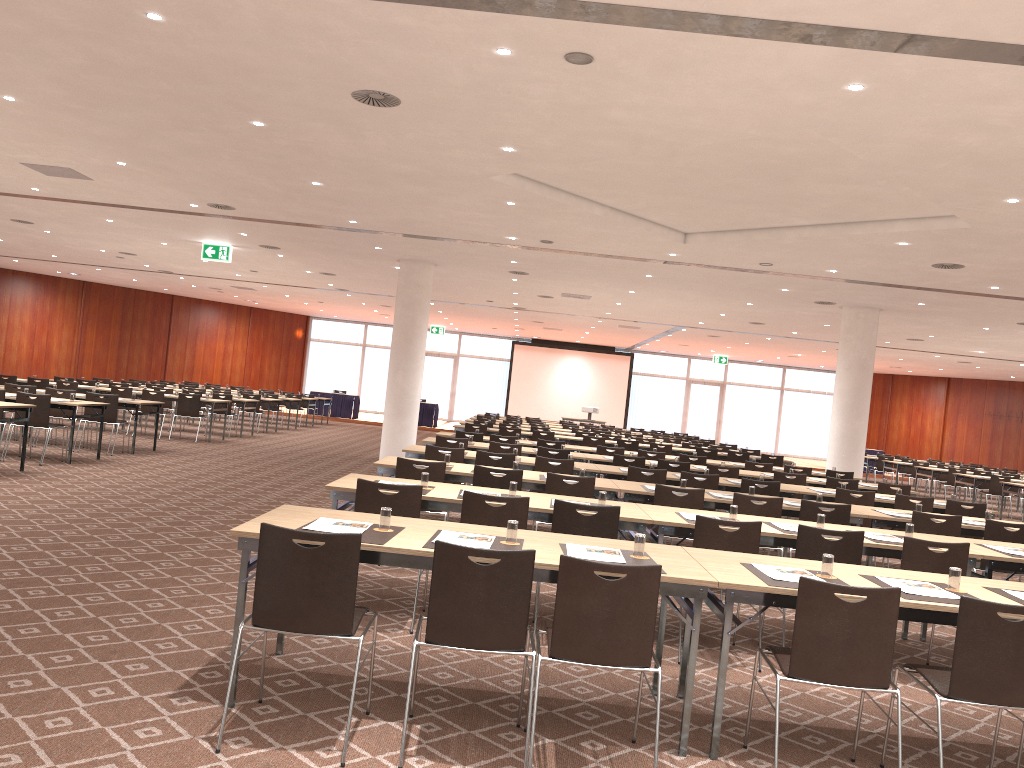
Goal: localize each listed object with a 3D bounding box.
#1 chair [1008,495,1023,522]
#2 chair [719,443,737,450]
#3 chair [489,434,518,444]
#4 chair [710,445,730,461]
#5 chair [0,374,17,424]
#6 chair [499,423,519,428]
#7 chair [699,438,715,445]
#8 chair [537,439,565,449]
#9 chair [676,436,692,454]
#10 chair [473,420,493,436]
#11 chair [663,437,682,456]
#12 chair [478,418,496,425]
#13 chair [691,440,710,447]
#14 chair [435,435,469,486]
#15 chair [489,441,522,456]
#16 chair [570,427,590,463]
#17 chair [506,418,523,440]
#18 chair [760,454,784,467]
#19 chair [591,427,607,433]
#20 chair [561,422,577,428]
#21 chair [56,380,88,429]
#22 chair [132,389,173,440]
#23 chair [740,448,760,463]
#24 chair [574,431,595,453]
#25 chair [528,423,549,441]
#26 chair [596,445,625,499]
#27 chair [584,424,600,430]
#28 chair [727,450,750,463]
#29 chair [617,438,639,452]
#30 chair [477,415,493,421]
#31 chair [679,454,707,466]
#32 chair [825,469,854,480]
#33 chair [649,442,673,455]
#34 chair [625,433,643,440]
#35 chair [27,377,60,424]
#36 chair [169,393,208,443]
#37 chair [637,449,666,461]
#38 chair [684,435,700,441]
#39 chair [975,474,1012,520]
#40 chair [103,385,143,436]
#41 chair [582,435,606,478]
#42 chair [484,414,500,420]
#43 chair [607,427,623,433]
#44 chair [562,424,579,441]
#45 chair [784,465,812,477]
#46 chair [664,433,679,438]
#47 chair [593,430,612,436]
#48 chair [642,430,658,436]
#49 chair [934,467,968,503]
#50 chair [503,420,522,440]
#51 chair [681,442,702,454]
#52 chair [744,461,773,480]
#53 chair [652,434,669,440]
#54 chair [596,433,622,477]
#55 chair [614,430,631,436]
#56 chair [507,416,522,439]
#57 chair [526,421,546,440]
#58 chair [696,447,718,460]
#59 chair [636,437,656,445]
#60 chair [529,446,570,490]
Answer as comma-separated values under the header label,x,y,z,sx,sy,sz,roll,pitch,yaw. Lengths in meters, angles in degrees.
label,x,y,z,sx,sy,sz,roll,pitch,yaw
chair,11.254,2.517,19.282,0.535,0.939,0.614,6,0,2
chair,5.141,1.902,21.419,0.535,0.939,0.614,6,0,0
chair,-0.177,1.265,13.933,0.535,0.939,0.614,6,0,-1
chair,4.462,1.809,19.425,0.535,0.939,0.614,6,0,0
chair,-9.911,0.286,17.476,0.535,0.939,0.614,6,0,3
chair,-0.101,1.332,19.432,0.535,0.939,0.614,6,0,3
chair,5.066,1.915,23.385,0.535,0.939,0.614,6,0,2
chair,0.571,1.344,14.003,0.535,0.939,0.614,6,0,2
chair,4.466,1.853,23.425,0.535,0.939,0.613,6,0,-2
chair,-0.664,1.274,19.472,0.535,0.939,0.614,6,0,1
chair,3.816,1.764,21.473,0.535,0.939,0.614,6,0,2
chair,-0.655,1.297,21.514,0.535,0.939,0.614,6,0,-2
chair,4.477,1.832,21.391,0.535,0.939,0.614,6,0,3
chair,-0.843,1.174,12.016,0.535,0.939,0.614,6,0,1
chair,-0.132,1.248,11.967,0.535,0.939,0.614,6,0,-1
chair,1.610,1.533,21.452,0.535,0.939,0.614,6,0,2
chair,0.019,1.389,23.508,0.535,0.939,0.614,6,0,0
chair,5.046,1.849,17.462,0.535,0.939,0.614,6,0,3
chair,2.239,1.620,23.446,0.535,0.939,0.614,6,0,-1
chair,1.602,1.576,25.494,0.535,0.939,0.614,6,0,3
chair,-8.716,0.411,17.465,0.535,0.939,0.614,6,0,2
chair,-7.035,0.586,17.449,0.535,0.939,0.614,6,0,-1
chair,5.126,1.878,19.385,0.535,0.939,0.614,6,0,2
chair,1.550,1.505,19.417,0.535,0.939,0.614,6,0,1
chair,0.618,1.429,21.426,0.535,0.939,0.614,6,0,-2
chair,1.494,1.439,13.918,0.535,0.939,0.614,6,0,3
chair,2.245,1.643,25.446,0.535,0.939,0.614,6,0,3
chair,4.359,1.776,17.391,0.535,0.939,0.614,6,0,-1
chair,2.221,1.554,17.488,0.535,0.939,0.614,6,0,0
chair,-0.746,1.308,23.438,0.535,0.939,0.614,6,0,2
chair,2.771,1.573,13.983,0.535,0.939,0.614,6,0,-2
chair,5.026,1.808,13.885,0.535,0.939,0.614,6,0,-2
chair,2.862,1.620,17.405,0.535,0.939,0.614,6,0,2
chair,2.876,1.665,21.405,0.535,0.939,0.614,6,0,0
chair,-9.327,0.348,17.552,0.535,0.939,0.614,6,0,2
chair,-6.359,0.658,17.524,0.535,0.939,0.614,6,0,-1
chair,2.127,1.506,13.947,0.535,0.939,0.614,6,0,0
chair,5.080,1.939,25.420,0.535,0.939,0.614,6,0,0
chair,10.581,2.448,19.428,0.535,0.939,0.614,6,0,2
chair,-7.704,0.518,17.596,0.535,0.939,0.614,6,0,3
chair,1.564,1.485,17.452,0.535,0.939,0.614,6,0,1
chair,-0.623,1.344,25.514,0.535,0.939,0.614,6,0,-2
chair,2.891,1.710,25.405,0.535,0.939,0.614,6,0,3
chair,1.508,1.544,23.418,0.535,0.939,0.614,6,0,2
chair,4.396,1.742,13.926,0.535,0.939,0.614,6,0,0
chair,4.492,1.877,25.391,0.535,0.939,0.614,6,0,1
chair,2.134,1.588,21.489,0.535,0.939,0.614,6,0,1
chair,3.897,1.816,25.473,0.535,0.939,0.614,6,0,2
chair,10.644,2.477,21.428,0.535,0.939,0.614,6,0,0
chair,-0.040,1.361,21.467,0.535,0.939,0.614,6,0,4
chair,3.857,1.746,19.396,0.535,0.939,0.614,6,0,-1
chair,3.782,1.678,13.897,0.535,0.939,0.614,6,0,0
chair,3.857,1.789,23.396,0.535,0.939,0.614,6,0,0
chair,2.123,1.565,19.447,0.535,0.939,0.614,6,0,-1
chair,2.869,1.687,23.482,0.535,0.939,0.614,6,0,-2
chair,0.020,1.410,25.432,0.535,0.939,0.614,6,0,0
chair,0.637,1.453,23.461,0.535,0.939,0.614,6,0,3
chair,3.748,1.713,17.432,0.535,0.939,0.614,6,0,-1
chair,2.866,1.643,19.482,0.535,0.939,0.614,6,0,-2
chair,0.518,1.315,11.926,0.535,0.939,0.614,6,0,3
